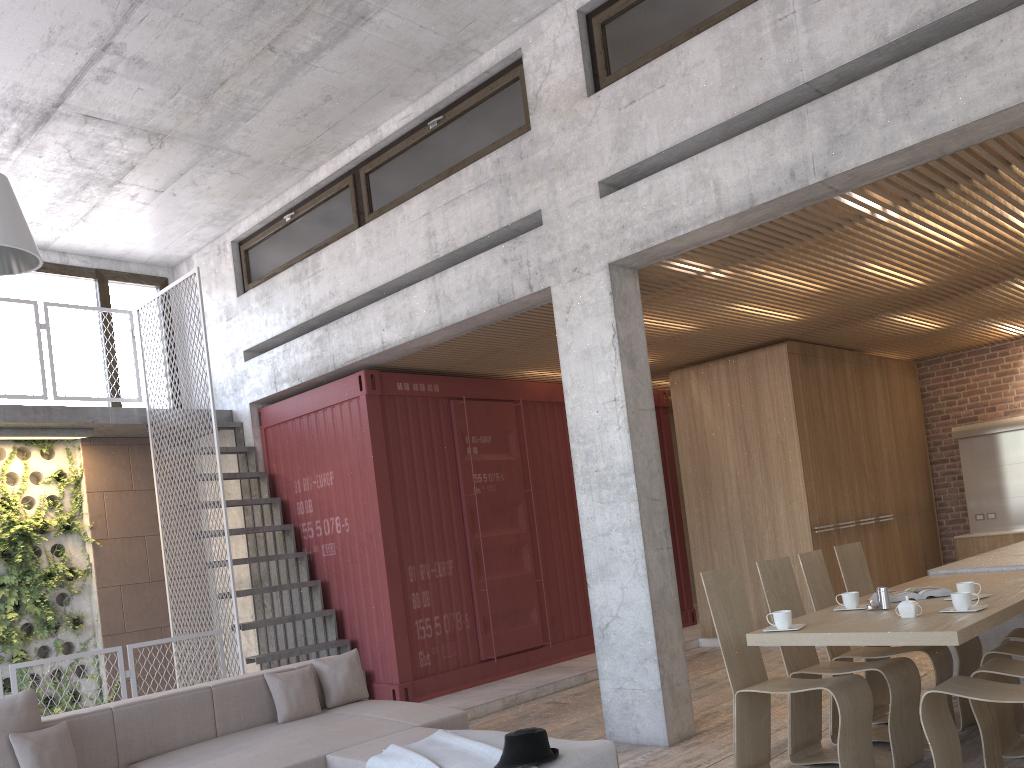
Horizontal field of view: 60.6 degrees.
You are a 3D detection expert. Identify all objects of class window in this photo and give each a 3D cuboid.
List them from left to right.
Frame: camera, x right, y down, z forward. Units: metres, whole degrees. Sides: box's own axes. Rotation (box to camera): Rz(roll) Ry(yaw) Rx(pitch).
[{"bbox_3d":[-5.175,-0.434,8.939,0.111,1.731,3.560,-8,-7,44],"label":"window"},{"bbox_3d":[0.095,-2.090,6.427,8.571,0.602,0.112,-16,-8,43],"label":"window"}]

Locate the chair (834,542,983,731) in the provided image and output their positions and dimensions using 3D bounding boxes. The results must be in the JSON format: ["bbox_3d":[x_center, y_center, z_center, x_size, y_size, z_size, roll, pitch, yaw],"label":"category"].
[{"bbox_3d":[2.596,1.607,5.716,0.347,1.184,0.732,-5,-4,-41],"label":"chair"}]

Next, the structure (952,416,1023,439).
[{"bbox_3d":[7.153,0.212,9.892,0.207,0.155,4.143,0,-12,-45],"label":"structure"}]

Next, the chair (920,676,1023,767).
[{"bbox_3d":[2.248,1.333,3.934,0.732,1.184,0.347,-11,-4,44],"label":"chair"}]

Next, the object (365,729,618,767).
[{"bbox_3d":[-0.021,1.966,4.139,1.039,0.497,1.627,-3,-10,-27],"label":"object"}]

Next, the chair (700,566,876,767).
[{"bbox_3d":[1.481,1.560,4.687,0.347,1.184,0.732,-5,-4,-43],"label":"chair"}]

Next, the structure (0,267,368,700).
[{"bbox_3d":[-3.920,1.276,7.943,3.079,4.276,3.672,-11,-7,43],"label":"structure"}]

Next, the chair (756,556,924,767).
[{"bbox_3d":[1.877,1.568,5.007,0.347,1.184,0.732,-5,-4,-41],"label":"chair"}]

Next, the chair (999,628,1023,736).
[{"bbox_3d":[3.237,1.418,5.087,0.731,1.184,0.347,-10,-4,38],"label":"chair"}]

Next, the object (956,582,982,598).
[{"bbox_3d":[2.472,1.118,4.745,0.117,0.087,0.094,-9,-6,18],"label":"object"}]

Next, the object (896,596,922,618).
[{"bbox_3d":[1.951,1.098,4.318,0.124,0.111,0.089,-11,-6,35],"label":"object"}]

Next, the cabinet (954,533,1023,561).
[{"bbox_3d":[7.258,1.137,9.860,4.180,2.052,1.071,-15,-8,43],"label":"cabinet"}]

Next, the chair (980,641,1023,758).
[{"bbox_3d":[2.928,1.383,4.683,0.732,1.184,0.347,-11,-4,44],"label":"chair"}]

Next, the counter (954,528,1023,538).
[{"bbox_3d":[7.156,1.493,9.698,0.652,0.020,4.143,3,-14,-45],"label":"counter"}]

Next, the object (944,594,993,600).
[{"bbox_3d":[2.468,1.157,4.743,0.184,0.014,0.189,0,-12,-33],"label":"object"}]

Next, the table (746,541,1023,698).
[{"bbox_3d":[3.384,1.685,5.915,1.027,0.912,5.180,-13,-11,43],"label":"table"}]

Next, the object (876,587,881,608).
[{"bbox_3d":[2.005,1.156,4.754,0.052,0.108,0.053,-7,-3,-1],"label":"object"}]

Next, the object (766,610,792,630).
[{"bbox_3d":[1.355,1.193,4.422,0.117,0.087,0.094,-7,-6,-2],"label":"object"}]

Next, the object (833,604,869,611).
[{"bbox_3d":[1.907,1.255,4.914,0.187,0.014,0.186,-13,-11,29],"label":"object"}]

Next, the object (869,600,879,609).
[{"bbox_3d":[1.952,1.190,4.728,0.050,0.045,0.052,-4,-7,-28],"label":"object"}]

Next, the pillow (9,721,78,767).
[{"bbox_3d":[-2.484,2.014,4.696,0.170,0.368,0.379,-8,-6,17],"label":"pillow"}]

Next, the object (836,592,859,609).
[{"bbox_3d":[1.889,1.215,4.914,0.117,0.087,0.094,-7,-6,-2],"label":"object"}]

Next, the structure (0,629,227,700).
[{"bbox_3d":[-4.771,2.770,6.948,1.956,0.924,4.421,-15,-12,43],"label":"structure"}]

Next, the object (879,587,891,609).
[{"bbox_3d":[1.996,1.146,4.696,0.052,0.111,0.053,-7,-3,-1],"label":"object"}]

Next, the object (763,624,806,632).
[{"bbox_3d":[1.374,1.233,4.422,0.187,0.014,0.186,-13,-11,29],"label":"object"}]

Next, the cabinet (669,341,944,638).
[{"bbox_3d":[3.846,1.310,10.987,1.537,3.099,3.747,-10,-7,43],"label":"cabinet"}]

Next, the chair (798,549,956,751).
[{"bbox_3d":[2.240,1.586,5.358,0.731,1.184,0.347,-10,-4,41],"label":"chair"}]

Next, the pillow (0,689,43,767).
[{"bbox_3d":[-2.750,1.923,4.586,0.561,0.552,0.224,-1,-6,-44],"label":"pillow"}]

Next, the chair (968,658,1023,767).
[{"bbox_3d":[2.634,1.345,4.263,0.731,1.184,0.347,-10,-4,39],"label":"chair"}]

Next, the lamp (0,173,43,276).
[{"bbox_3d":[-3.060,0.974,4.655,2.658,3.396,0.753,-10,-3,31],"label":"lamp"}]

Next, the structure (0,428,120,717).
[{"bbox_3d":[-5.055,2.048,8.285,1.018,3.787,2.617,-9,-4,44],"label":"structure"}]

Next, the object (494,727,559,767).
[{"bbox_3d":[0.057,1.667,4.017,0.302,0.167,0.302,-12,-9,31],"label":"object"}]

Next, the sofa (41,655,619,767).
[{"bbox_3d":[-1.309,2.052,4.510,3.059,0.777,2.993,-16,-13,43],"label":"sofa"}]

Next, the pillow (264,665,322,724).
[{"bbox_3d":[-1.462,2.101,5.923,0.189,0.355,0.369,-10,-6,43],"label":"pillow"}]

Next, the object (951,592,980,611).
[{"bbox_3d":[2.231,1.072,4.323,0.117,0.087,0.094,-8,-6,8],"label":"object"}]

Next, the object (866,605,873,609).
[{"bbox_3d":[1.946,1.208,4.751,0.051,0.019,0.051,-11,-10,26],"label":"object"}]

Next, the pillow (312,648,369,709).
[{"bbox_3d":[-1.207,2.087,6.220,0.361,0.363,0.190,-2,-6,-41],"label":"pillow"}]

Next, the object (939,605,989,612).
[{"bbox_3d":[2.227,1.111,4.319,0.185,0.014,0.188,2,-13,-42],"label":"object"}]
